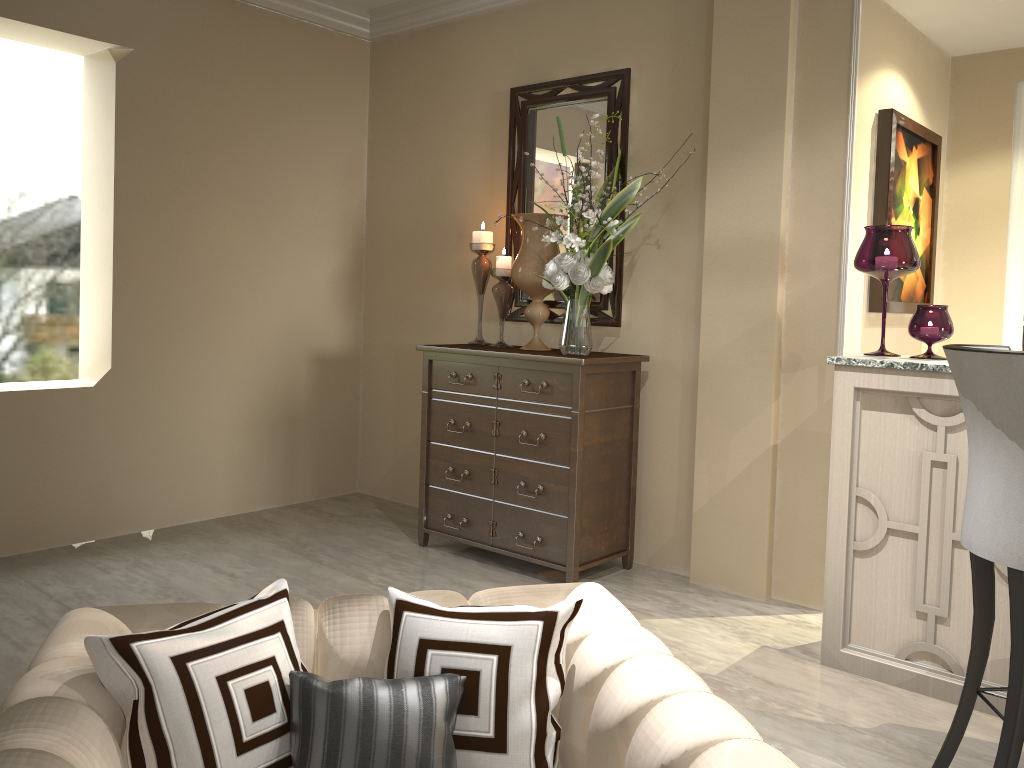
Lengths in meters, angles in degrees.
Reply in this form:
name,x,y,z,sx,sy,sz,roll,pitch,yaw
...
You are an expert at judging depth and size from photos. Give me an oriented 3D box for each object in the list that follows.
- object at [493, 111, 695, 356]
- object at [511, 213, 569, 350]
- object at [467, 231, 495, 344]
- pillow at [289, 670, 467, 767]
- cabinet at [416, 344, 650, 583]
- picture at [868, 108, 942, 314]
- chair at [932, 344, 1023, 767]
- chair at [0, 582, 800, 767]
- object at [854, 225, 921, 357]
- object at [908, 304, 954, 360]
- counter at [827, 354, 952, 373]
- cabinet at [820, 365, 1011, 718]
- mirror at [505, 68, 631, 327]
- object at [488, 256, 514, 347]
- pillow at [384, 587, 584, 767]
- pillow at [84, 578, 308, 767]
name,x,y,z,sx,sy,sz,roll,pitch,yaw
object,0.288,-0.532,3.231,0.605,0.850,0.563,-1,4,-37
object,0.101,-0.396,3.472,0.222,0.521,0.221,4,3,36
object,-0.128,-0.402,3.668,0.103,0.469,0.103,3,3,31
pillow,-0.166,0.454,1.077,0.251,0.186,0.129,1,3,-12
cabinet,0.053,0.274,3.439,0.826,0.811,0.428,5,4,40
picture,1.450,-0.605,3.248,0.049,0.691,0.596,4,4,40
chair,1.122,0.409,1.750,0.541,0.949,0.459,2,3,5
chair,-0.173,0.616,1.063,0.849,0.551,0.712,1,4,-15
object,1.107,-0.275,2.625,0.181,0.380,0.181,-1,4,-45
object,1.203,-0.150,2.545,0.119,0.154,0.120,-2,5,-45
counter,1.889,0.025,1.859,2.344,0.021,0.379,6,7,40
cabinet,1.857,0.460,1.888,2.263,0.852,0.351,6,5,40
mirror,0.215,-0.740,3.608,0.602,0.991,0.035,5,3,40
object,-0.038,-0.338,3.592,0.103,0.373,0.103,3,3,31
pillow,-0.049,0.427,1.202,0.300,0.268,0.198,3,3,10
pillow,-0.357,0.407,1.094,0.185,0.250,0.283,4,5,34
